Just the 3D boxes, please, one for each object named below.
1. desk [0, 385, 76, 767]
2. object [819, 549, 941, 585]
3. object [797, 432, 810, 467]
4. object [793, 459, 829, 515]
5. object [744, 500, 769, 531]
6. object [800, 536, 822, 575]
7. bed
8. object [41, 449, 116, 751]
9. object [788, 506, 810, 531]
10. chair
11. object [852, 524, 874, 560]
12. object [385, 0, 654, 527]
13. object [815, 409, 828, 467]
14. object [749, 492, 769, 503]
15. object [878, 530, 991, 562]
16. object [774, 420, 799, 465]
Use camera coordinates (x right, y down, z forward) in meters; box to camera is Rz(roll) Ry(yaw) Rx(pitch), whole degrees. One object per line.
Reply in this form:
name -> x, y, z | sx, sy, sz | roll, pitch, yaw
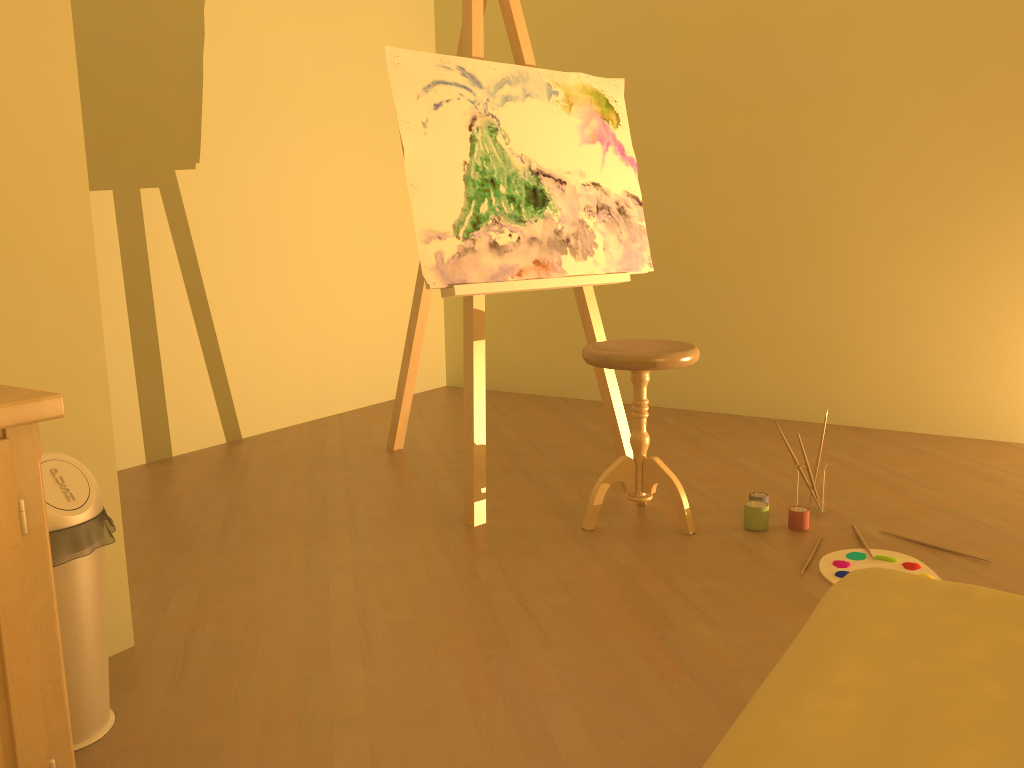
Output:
desk -> -1.194, 0.448, 0.739 | 0.684, 0.720, 1.396 | 5, 12, 33
object -> 0.952, 0.490, 2.300 | 0.288, 0.014, 0.366 | 0, 10, 5
object -> 0.928, 0.270, 2.772 | 0.172, 0.278, 0.010 | -11, 14, -44
object -> 0.947, 0.327, 2.815 | 0.106, 0.157, 0.106 | 0, 10, 5
object -> 0.737, 0.397, 2.675 | 0.073, 0.073, 0.073 | 6, 12, 37
object -> 0.827, 0.469, 2.445 | 0.010, 0.010, 0.325 | 4, 11, 28
bed -> 1.138, 0.399, 0.260 | 2.378, 0.894, 1.286 | 5, 12, 33
object -> -0.844, 0.381, 1.609 | 0.248, 0.535, 0.255 | -5, 11, -22
object -> 0.861, 0.404, 2.663 | 0.060, 0.060, 0.060 | 2, 10, 15
chair -> 0.395, 0.157, 2.703 | 0.364, 0.551, 0.348 | 9, 14, 44
object -> 1.000, 0.448, 2.530 | 0.010, 0.015, 0.325 | 1, 10, 11
object -> -0.131, -0.512, 3.027 | 1.132, 1.896, 0.972 | 2, 10, 15
object -> 0.979, 0.239, 2.834 | 0.069, 0.319, 0.010 | -7, 11, -30
object -> 0.782, 0.380, 2.813 | 0.060, 0.060, 0.060 | 2, 10, 18
object -> 1.181, 0.453, 2.494 | 0.010, 0.010, 0.325 | -8, 12, -36
object -> 0.909, 0.259, 2.817 | 0.159, 0.286, 0.010 | 4, 11, 28
